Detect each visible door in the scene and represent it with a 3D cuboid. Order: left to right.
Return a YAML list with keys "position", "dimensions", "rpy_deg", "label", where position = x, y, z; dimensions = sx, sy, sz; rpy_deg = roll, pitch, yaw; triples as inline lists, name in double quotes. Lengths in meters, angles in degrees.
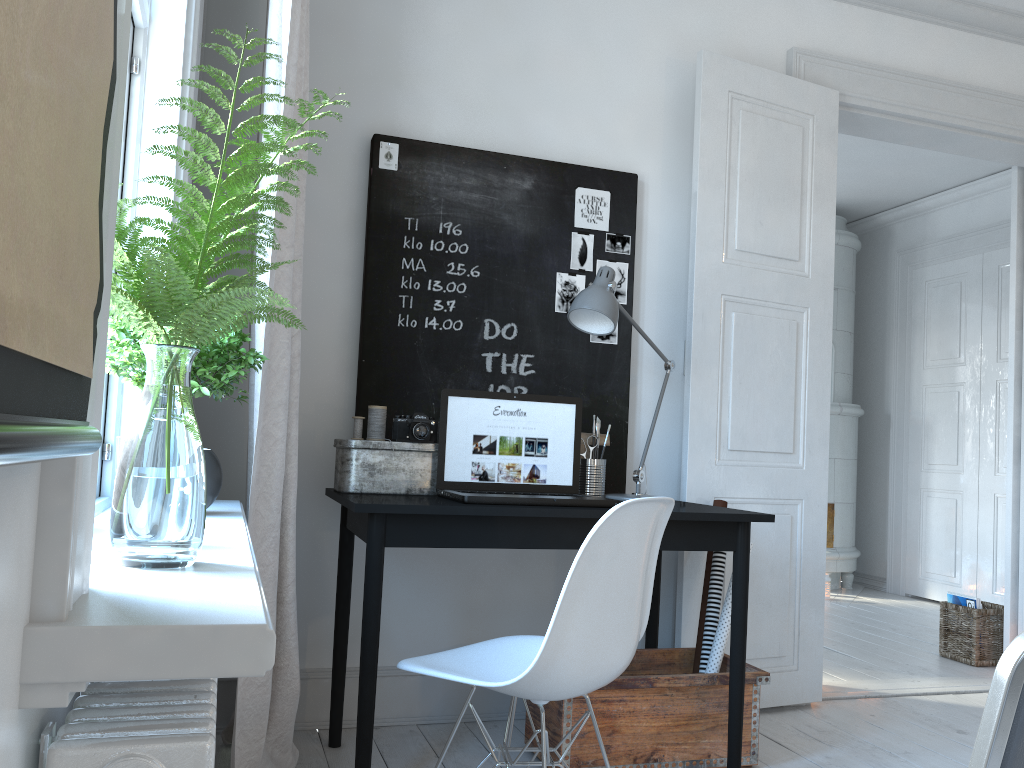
- position: [1.763, 0.013, 3.743]
  dimensions: [2.599, 2.503, 0.578]
  rpy_deg: [4, -3, -18]
  label: "door"
- position: [3.158, 0.228, 5.771]
  dimensions: [0.306, 2.503, 1.600]
  rpy_deg: [4, -4, -18]
  label: "door"

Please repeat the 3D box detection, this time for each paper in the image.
- position: [0.644, 0.759, 2.925]
  dimensions: [0.048, 0.746, 0.298]
  rpy_deg: [1, -4, 27]
  label: "paper"
- position: [0.638, 0.796, 2.848]
  dimensions: [0.043, 0.668, 0.267]
  rpy_deg: [1, -4, 27]
  label: "paper"
- position: [0.656, 0.810, 2.791]
  dimensions: [0.283, 0.626, 0.041]
  rpy_deg: [5, -4, -39]
  label: "paper"

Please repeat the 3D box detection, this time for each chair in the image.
- position: [0.051, 0.635, 1.897]
  dimensions: [0.554, 0.823, 0.475]
  rpy_deg: [0, -4, 37]
  label: "chair"
- position: [0.466, 0.598, 0.927]
  dimensions: [0.562, 0.797, 0.525]
  rpy_deg: [4, -4, -18]
  label: "chair"

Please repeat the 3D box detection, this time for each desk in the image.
- position: [0.060, 0.719, 2.569]
  dimensions: [1.160, 0.758, 0.651]
  rpy_deg: [4, -4, -18]
  label: "desk"

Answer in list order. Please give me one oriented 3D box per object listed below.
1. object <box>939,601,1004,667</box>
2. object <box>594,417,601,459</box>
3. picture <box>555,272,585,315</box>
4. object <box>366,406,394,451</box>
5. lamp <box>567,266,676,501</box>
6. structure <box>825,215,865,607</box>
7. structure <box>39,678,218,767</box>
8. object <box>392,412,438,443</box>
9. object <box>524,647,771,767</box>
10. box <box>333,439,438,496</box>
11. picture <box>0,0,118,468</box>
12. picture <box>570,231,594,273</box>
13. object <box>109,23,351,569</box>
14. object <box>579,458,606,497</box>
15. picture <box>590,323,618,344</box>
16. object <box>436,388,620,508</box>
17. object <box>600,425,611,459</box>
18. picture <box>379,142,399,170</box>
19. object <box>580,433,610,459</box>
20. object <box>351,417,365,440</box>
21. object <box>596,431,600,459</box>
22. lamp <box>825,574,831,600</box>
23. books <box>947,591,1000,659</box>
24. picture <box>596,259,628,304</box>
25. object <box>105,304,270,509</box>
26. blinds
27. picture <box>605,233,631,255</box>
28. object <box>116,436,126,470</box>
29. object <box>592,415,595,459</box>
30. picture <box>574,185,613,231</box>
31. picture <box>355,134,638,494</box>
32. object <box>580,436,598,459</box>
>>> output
- position: [2.245, 1.195, 4.261]
  dimensions: [0.270, 0.264, 0.224]
  rpy_deg: [4, -4, -18]
  label: "object"
- position: [0.268, 0.236, 2.870]
  dimensions: [0.012, 0.263, 0.062]
  rpy_deg: [1, -3, 24]
  label: "object"
- position: [0.202, -0.312, 3.071]
  dimensions: [0.107, 0.150, 0.001]
  rpy_deg: [4, -3, -18]
  label: "picture"
- position: [-0.388, 0.128, 2.604]
  dimensions: [0.056, 0.130, 0.167]
  rpy_deg: [4, -4, -19]
  label: "object"
- position: [0.361, 0.015, 2.823]
  dimensions: [0.230, 0.715, 0.617]
  rpy_deg: [0, -5, 43]
  label: "lamp"
- position: [2.128, 0.149, 6.459]
  dimensions: [0.800, 2.824, 1.249]
  rpy_deg: [1, -4, 27]
  label: "structure"
- position: [-0.571, 0.601, 1.369]
  dimensions: [0.195, 0.546, 1.507]
  rpy_deg: [4, -4, -18]
  label: "structure"
- position: [-0.277, 0.126, 2.569]
  dimensions: [0.137, 0.087, 0.073]
  rpy_deg: [4, -4, -18]
  label: "object"
- position: [0.388, 0.979, 2.665]
  dimensions: [0.665, 0.282, 0.340]
  rpy_deg: [4, -4, -18]
  label: "object"
- position: [-0.368, 0.246, 2.631]
  dimensions: [0.317, 0.152, 0.193]
  rpy_deg: [4, -4, -18]
  label: "box"
- position: [-0.186, -0.620, 0.353]
  dimensions: [0.057, 1.312, 0.793]
  rpy_deg: [4, -4, -18]
  label: "picture"
- position: [0.245, -0.461, 3.092]
  dimensions: [0.083, 0.145, 0.002]
  rpy_deg: [4, -3, -18]
  label: "picture"
- position: [-0.412, -0.073, 1.030]
  dimensions: [0.414, 0.564, 0.305]
  rpy_deg: [2, -4, 16]
  label: "object"
- position: [0.244, 0.304, 2.844]
  dimensions: [0.108, 0.128, 0.108]
  rpy_deg: [3, -4, -3]
  label: "object"
- position: [0.324, -0.211, 3.107]
  dimensions: [0.103, 0.136, 0.001]
  rpy_deg: [4, -3, -18]
  label: "picture"
- position: [0.044, 0.176, 2.495]
  dimensions: [0.446, 0.315, 0.326]
  rpy_deg: [4, -4, -18]
  label: "object"
- position: [0.285, 0.249, 2.859]
  dimensions: [0.084, 0.239, 0.009]
  rpy_deg: [6, -4, -41]
  label: "object"
- position: [-0.402, -0.744, 2.894]
  dimensions: [0.061, 0.088, 0.004]
  rpy_deg: [4, -3, -21]
  label: "picture"
- position: [0.273, 0.267, 2.911]
  dimensions: [0.138, 0.208, 0.034]
  rpy_deg: [5, -4, -38]
  label: "object"
- position: [-0.460, 0.132, 2.649]
  dimensions: [0.040, 0.069, 0.040]
  rpy_deg: [5, -4, -30]
  label: "object"
- position: [0.272, 0.258, 2.860]
  dimensions: [0.009, 0.221, 0.083]
  rpy_deg: [2, -3, 12]
  label: "object"
- position: [2.094, 1.360, 5.960]
  dimensions: [0.089, 0.166, 0.089]
  rpy_deg: [4, -4, -19]
  label: "lamp"
- position: [2.234, 1.161, 4.260]
  dimensions: [0.201, 0.299, 0.180]
  rpy_deg: [4, -4, -18]
  label: "books"
- position: [0.351, -0.362, 3.121]
  dimensions: [0.121, 0.152, 0.002]
  rpy_deg: [4, -3, -18]
  label: "picture"
- position: [-0.642, 0.044, 1.708]
  dimensions: [0.271, 0.406, 0.310]
  rpy_deg: [1, -4, 32]
  label: "object"
- position: [-0.573, -0.278, 2.337]
  dimensions: [0.225, 2.644, 0.831]
  rpy_deg: [4, -3, -18]
  label: "blinds"
- position: [0.376, -0.498, 3.136]
  dimensions: [0.095, 0.071, 0.001]
  rpy_deg: [4, -3, -18]
  label: "picture"
- position: [-0.483, 0.145, 1.192]
  dimensions: [0.097, 0.146, 0.097]
  rpy_deg: [3, -4, -12]
  label: "object"
- position: [0.263, 0.233, 2.868]
  dimensions: [0.008, 0.267, 0.060]
  rpy_deg: [3, -3, -1]
  label: "object"
- position: [0.285, -0.618, 3.110]
  dimensions: [0.148, 0.154, 0.004]
  rpy_deg: [4, -3, -18]
  label: "picture"
- position: [-0.034, -0.201, 3.022]
  dimensions: [0.953, 1.171, 0.064]
  rpy_deg: [4, -3, -18]
  label: "picture"
- position: [0.232, 0.264, 2.853]
  dimensions: [0.081, 0.198, 0.050]
  rpy_deg: [2, -3, 7]
  label: "object"
